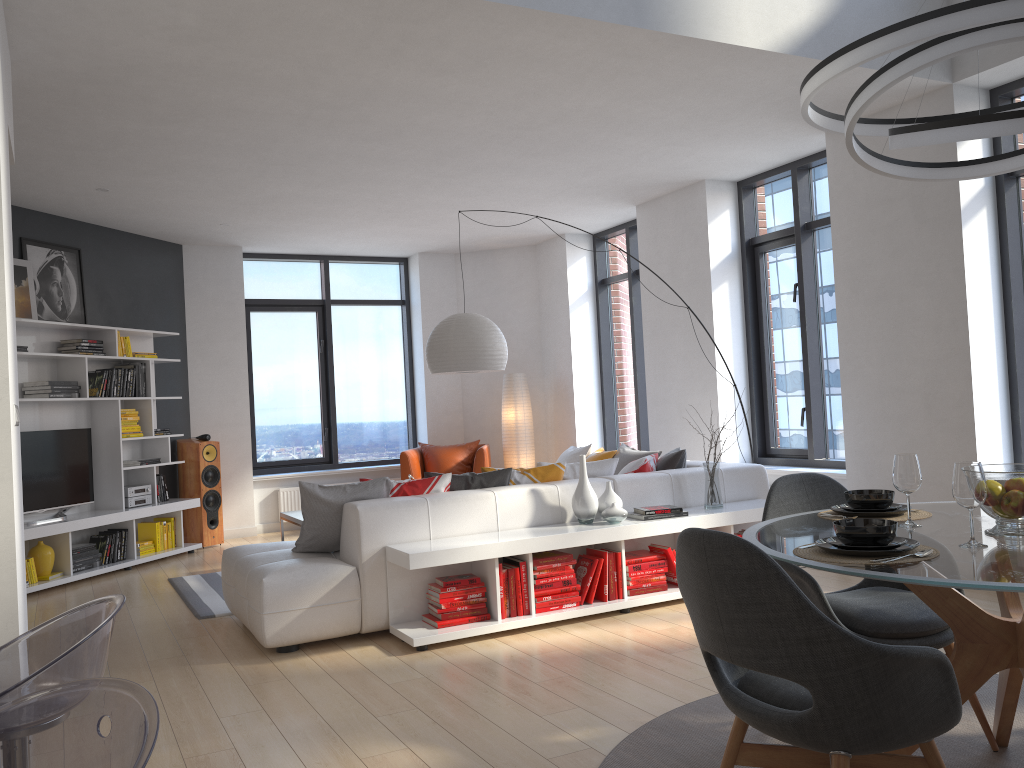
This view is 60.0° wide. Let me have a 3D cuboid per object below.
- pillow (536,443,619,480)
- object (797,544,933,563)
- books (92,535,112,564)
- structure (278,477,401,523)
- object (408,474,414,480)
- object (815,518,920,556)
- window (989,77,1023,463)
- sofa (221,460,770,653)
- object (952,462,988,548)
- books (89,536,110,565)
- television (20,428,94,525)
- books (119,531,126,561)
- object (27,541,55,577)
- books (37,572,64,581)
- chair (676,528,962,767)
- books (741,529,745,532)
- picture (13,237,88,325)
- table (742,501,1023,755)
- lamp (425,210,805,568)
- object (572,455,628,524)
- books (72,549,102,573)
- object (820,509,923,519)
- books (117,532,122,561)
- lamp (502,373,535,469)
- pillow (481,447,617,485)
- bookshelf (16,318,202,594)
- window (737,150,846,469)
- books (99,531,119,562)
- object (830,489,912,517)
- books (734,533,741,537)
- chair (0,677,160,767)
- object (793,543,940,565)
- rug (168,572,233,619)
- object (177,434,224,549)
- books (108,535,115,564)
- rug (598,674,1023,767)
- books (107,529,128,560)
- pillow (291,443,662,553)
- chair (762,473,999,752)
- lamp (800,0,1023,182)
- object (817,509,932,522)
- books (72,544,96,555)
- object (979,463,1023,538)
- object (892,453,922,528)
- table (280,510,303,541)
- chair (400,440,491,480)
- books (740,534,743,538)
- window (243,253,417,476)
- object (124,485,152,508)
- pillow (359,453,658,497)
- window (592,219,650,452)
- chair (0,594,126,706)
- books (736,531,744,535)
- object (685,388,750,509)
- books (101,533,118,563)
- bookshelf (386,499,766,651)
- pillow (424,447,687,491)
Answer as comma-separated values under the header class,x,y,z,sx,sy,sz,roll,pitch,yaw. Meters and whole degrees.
class,x,y,z,sx,sy,sz,roll,pitch,yaw
pillow,0.393,0.710,6.701,0.580,0.456,2.156,-3,-1,-1
object,0.931,0.433,2.330,0.206,0.015,0.309,-2,-1,-23
books,-3.407,1.371,7.332,0.187,0.234,0.096,-3,-1,18
structure,-1.805,1.306,9.698,1.474,0.460,0.110,-2,-2,-27
object,-0.867,0.841,6.878,0.330,0.265,0.330,-3,-1,-3
object,0.933,0.403,2.339,0.258,0.074,0.258,-4,-2,43
window,3.387,-0.656,4.919,0.170,2.402,1.310,-2,-2,-27
sofa,-0.331,1.013,6.346,3.424,0.732,2.614,-2,-2,-27
object,1.207,0.317,2.334,0.083,0.220,0.083,-3,-1,1
books,-3.413,1.370,7.299,0.182,0.234,0.104,-3,-1,18
television,-3.710,0.720,6.938,0.207,0.704,1.102,-3,-1,18
books,-3.358,1.363,7.477,0.191,0.249,0.084,-3,-1,18
object,-3.578,1.323,6.738,0.185,0.257,0.185,-3,-1,-5
books,-3.598,1.468,6.753,0.270,0.029,0.204,-3,-1,3
chair,0.747,0.775,2.199,0.619,0.891,0.655,-2,-1,-26
books,1.555,1.054,5.619,0.116,0.255,0.198,-2,-2,-27
picture,-3.876,-0.821,7.031,0.076,0.707,1.279,-3,-1,18
table,1.444,0.801,2.495,1.499,0.764,1.499,-2,-2,-38
lamp,0.975,-0.017,6.300,3.199,2.647,0.710,-3,-1,9
object,0.498,0.608,5.187,0.316,0.398,0.319,-3,-1,-3
books,-3.509,1.417,7.090,0.277,0.137,0.343,-3,-1,13
object,1.213,0.433,2.995,0.309,0.015,0.206,-2,-1,-23
books,-3.365,1.367,7.440,0.179,0.243,0.068,-3,-1,17
lamp,0.248,0.648,9.529,0.804,1.550,0.502,-4,-1,23
pillow,0.331,0.724,6.388,0.630,0.440,2.095,-4,-1,20
bookshelf,-3.613,0.540,6.916,0.455,2.052,3.000,-3,-1,18
window,2.345,-0.552,6.966,0.170,2.402,1.310,-2,-2,-27
books,-3.380,1.361,7.417,0.192,0.254,0.075,-3,-1,17
object,1.215,0.403,3.010,0.258,0.074,0.258,-4,-2,43
books,1.359,1.055,5.502,0.050,0.268,0.198,-2,-2,-27
chair,-0.736,0.885,1.281,0.475,0.787,0.434,-4,-2,26
object,0.928,0.441,2.335,0.360,0.002,0.360,-4,-2,38
rug,-1.267,1.430,6.681,2.326,0.016,1.662,-2,-2,-27
object,-3.050,1.032,8.585,0.434,1.088,0.290,-4,-2,33
books,-3.384,1.370,7.358,0.169,0.233,0.081,-3,-1,17
rug,1.456,1.188,2.482,2.499,0.010,2.499,-4,-2,36
books,-3.349,1.358,7.510,0.197,0.260,0.066,-3,-1,18
pillow,-0.130,0.718,5.916,2.953,0.453,0.647,-2,-2,-39
chair,1.215,0.771,3.072,0.655,0.891,0.619,-3,-1,-21
lamp,1.240,-2.893,2.575,1.000,4.513,1.000,-2,-1,-25
object,1.223,0.441,2.999,0.360,0.002,0.360,-3,-1,15
books,-3.536,1.326,7.093,0.250,0.047,0.310,-3,-1,13
object,1.419,0.327,2.494,0.278,0.184,0.278,-3,-1,-19
object,1.214,0.325,2.722,0.083,0.220,0.083,-4,-2,35
table,-1.126,1.205,6.901,1.091,0.435,1.091,-2,-2,-27
chair,-0.655,1.036,9.364,0.896,0.858,0.843,-3,-1,5
books,1.388,1.059,5.514,0.056,0.262,0.185,-2,-2,-27
window,-2.066,-0.246,10.014,1.960,2.402,0.170,-2,-2,-27
object,-3.359,0.986,7.773,0.270,0.174,0.285,-3,-1,18
pillow,0.108,0.730,5.664,2.250,0.449,0.575,-2,-2,-30
window,1.302,-0.448,9.015,0.170,2.402,1.310,-2,-2,-27
chair,-1.009,0.887,1.814,0.434,0.838,0.475,-2,-2,-29
books,1.527,1.059,5.601,0.119,0.249,0.187,-2,-2,-27
object,1.288,0.400,5.511,0.406,0.744,0.607,-3,-1,13
books,-3.361,1.366,7.387,0.172,0.242,0.069,-4,-1,19
bookshelf,0.578,1.052,5.139,2.600,0.500,0.356,-2,-2,-27
pillow,0.394,0.692,5.820,2.120,0.436,0.608,-2,-2,-31
